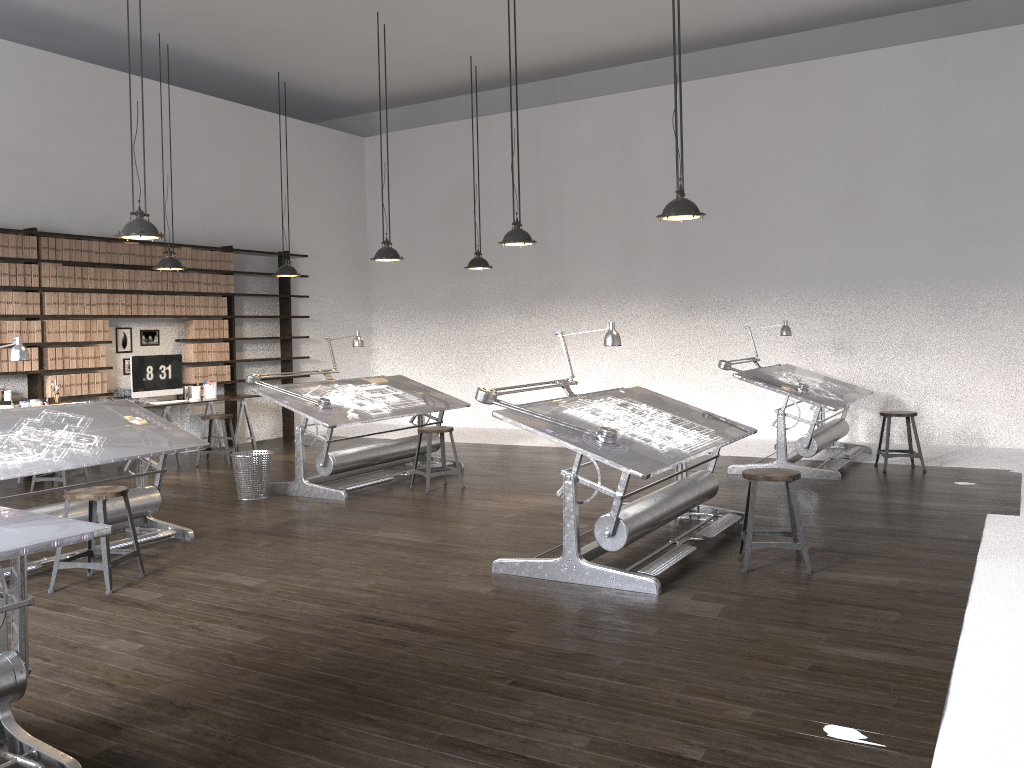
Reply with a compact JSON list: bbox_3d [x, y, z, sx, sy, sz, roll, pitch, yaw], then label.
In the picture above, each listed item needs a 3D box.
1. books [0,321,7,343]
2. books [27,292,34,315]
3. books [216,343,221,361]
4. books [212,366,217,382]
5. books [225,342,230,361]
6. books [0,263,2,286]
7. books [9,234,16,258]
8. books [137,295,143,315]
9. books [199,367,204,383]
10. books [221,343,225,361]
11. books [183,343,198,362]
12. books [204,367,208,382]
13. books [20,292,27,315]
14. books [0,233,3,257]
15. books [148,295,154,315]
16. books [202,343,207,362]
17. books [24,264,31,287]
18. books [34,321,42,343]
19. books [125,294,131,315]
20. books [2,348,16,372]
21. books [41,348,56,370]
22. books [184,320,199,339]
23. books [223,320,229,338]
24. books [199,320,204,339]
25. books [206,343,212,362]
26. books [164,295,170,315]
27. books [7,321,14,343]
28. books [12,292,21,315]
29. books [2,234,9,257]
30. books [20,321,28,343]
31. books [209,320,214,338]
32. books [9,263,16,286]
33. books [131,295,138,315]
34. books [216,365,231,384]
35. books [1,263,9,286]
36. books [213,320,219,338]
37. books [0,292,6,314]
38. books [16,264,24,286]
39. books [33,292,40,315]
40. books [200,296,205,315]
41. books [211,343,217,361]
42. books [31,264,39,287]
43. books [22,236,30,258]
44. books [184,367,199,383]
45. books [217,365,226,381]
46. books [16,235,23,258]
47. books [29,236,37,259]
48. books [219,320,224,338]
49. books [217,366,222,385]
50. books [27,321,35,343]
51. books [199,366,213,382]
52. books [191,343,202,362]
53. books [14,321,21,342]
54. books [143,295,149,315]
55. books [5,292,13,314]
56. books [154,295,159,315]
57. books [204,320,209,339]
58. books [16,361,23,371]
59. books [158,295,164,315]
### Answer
[{"bbox_3d":[-4.901,-0.489,8.458,0.174,0.225,0.067,-1,1,30],"label":"books"},{"bbox_3d":[-4.775,-0.782,8.681,0.174,0.225,0.067,-1,1,30],"label":"books"},{"bbox_3d":[-3.593,-0.383,10.676,0.174,0.226,0.067,-1,1,30],"label":"books"},{"bbox_3d":[-3.622,-0.102,10.619,0.174,0.226,0.067,-1,1,30],"label":"books"},{"bbox_3d":[-3.530,-0.392,10.794,0.174,0.225,0.067,-1,1,30],"label":"books"},{"bbox_3d":[-4.937,-1.038,8.419,0.174,0.225,0.067,-1,1,30],"label":"books"},{"bbox_3d":[-4.864,-1.324,8.541,0.174,0.226,0.067,-1,1,30],"label":"books"},{"bbox_3d":[-4.150,-0.867,9.756,0.174,0.225,0.067,-1,1,30],"label":"books"},{"bbox_3d":[-3.720,-0.089,10.449,0.174,0.226,0.067,-1,1,30],"label":"books"},{"bbox_3d":[-3.565,-0.387,10.733,0.174,0.225,0.067,-1,1,30],"label":"books"},{"bbox_3d":[-3.770,-0.361,10.376,0.174,0.226,0.067,-1,1,30],"label":"books"},{"bbox_3d":[-3.691,-0.094,10.509,0.174,0.225,0.067,-1,1,30],"label":"books"},{"bbox_3d":[-4.803,-0.778,8.625,0.174,0.226,0.067,-1,1,30],"label":"books"},{"bbox_3d":[-4.932,-1.316,8.430,0.174,0.225,0.067,-1,1,30],"label":"books"},{"bbox_3d":[-4.078,-0.876,9.873,0.174,0.225,0.067,-1,1,30],"label":"books"},{"bbox_3d":[-3.704,-0.370,10.499,0.174,0.225,0.067,-1,1,30],"label":"books"},{"bbox_3d":[-4.790,-1.056,8.670,0.174,0.225,0.067,-1,1,30],"label":"books"},{"bbox_3d":[-4.728,-0.510,8.744,0.174,0.226,0.067,-1,1,30],"label":"books"},{"bbox_3d":[-4.225,-0.858,9.627,0.174,0.225,0.067,-1,1,30],"label":"books"},{"bbox_3d":[-4.856,-0.230,8.519,0.174,0.226,0.067,-1,1,30],"label":"books"},{"bbox_3d":[-4.656,-0.250,8.871,0.174,0.225,0.067,-1,1,30],"label":"books"},{"bbox_3d":[-3.762,-0.638,10.409,0.174,0.225,0.067,-1,1,30],"label":"books"},{"bbox_3d":[-3.540,-0.666,10.786,0.174,0.225,0.067,-1,1,30],"label":"books"},{"bbox_3d":[-3.726,-0.643,10.470,0.174,0.225,0.067,-1,1,30],"label":"books"},{"bbox_3d":[-3.666,-0.374,10.558,0.174,0.225,0.067,-1,1,30],"label":"books"},{"bbox_3d":[-3.970,-0.890,10.059,0.174,0.225,0.067,-1,1,30],"label":"books"},{"bbox_3d":[-4.868,-0.493,8.511,0.174,0.225,0.067,-1,1,30],"label":"books"},{"bbox_3d":[-4.837,-0.774,8.567,0.174,0.225,0.067,-1,1,30],"label":"books"},{"bbox_3d":[-4.902,-1.320,8.486,0.174,0.225,0.067,-1,1,30],"label":"books"},{"bbox_3d":[-4.801,-0.501,8.630,0.174,0.225,0.067,-1,1,30],"label":"books"},{"bbox_3d":[-3.655,-0.652,10.593,0.174,0.225,0.067,-1,1,30],"label":"books"},{"bbox_3d":[-4.866,-1.047,8.542,0.174,0.225,0.067,-1,1,30],"label":"books"},{"bbox_3d":[-4.183,-0.863,9.689,0.174,0.226,0.067,-1,1,30],"label":"books"},{"bbox_3d":[-3.518,-0.115,10.795,0.174,0.226,0.067,-1,1,30],"label":"books"},{"bbox_3d":[-4.897,-1.042,8.478,0.174,0.225,0.067,-1,1,30],"label":"books"},{"bbox_3d":[-3.613,-0.657,10.654,0.174,0.226,0.067,-1,1,30],"label":"books"},{"bbox_3d":[-4.915,-0.765,8.448,0.174,0.225,0.067,-1,1,30],"label":"books"},{"bbox_3d":[-4.823,-1.052,8.603,0.174,0.226,0.067,-1,1,30],"label":"books"},{"bbox_3d":[-4.741,-0.787,8.743,0.174,0.225,0.067,-1,1,30],"label":"books"},{"bbox_3d":[-3.722,-0.921,10.481,0.174,0.225,0.067,-1,1,30],"label":"books"},{"bbox_3d":[-3.626,-0.379,10.619,0.174,0.225,0.067,-1,1,30],"label":"books"},{"bbox_3d":[-4.750,-1.061,8.735,0.174,0.225,0.067,-1,1,30],"label":"books"},{"bbox_3d":[-4.800,-1.333,8.663,0.174,0.225,0.067,-1,1,30],"label":"books"},{"bbox_3d":[-3.759,-0.085,10.393,0.174,0.225,0.067,-1,1,30],"label":"books"},{"bbox_3d":[-3.557,-0.111,10.742,0.174,0.225,0.067,-1,1,30],"label":"books"},{"bbox_3d":[-4.835,-1.329,8.602,0.174,0.225,0.067,-1,1,30],"label":"books"},{"bbox_3d":[-4.760,-1.338,8.722,0.174,0.225,0.067,-1,1,30],"label":"books"},{"bbox_3d":[-3.580,-0.661,10.721,0.174,0.225,0.067,-1,1,30],"label":"books"},{"bbox_3d":[-3.590,-0.106,10.681,0.174,0.225,0.067,-1,1,30],"label":"books"},{"bbox_3d":[-4.767,-0.506,8.691,0.174,0.225,0.067,-1,1,30],"label":"books"},{"bbox_3d":[-3.658,-0.097,10.562,0.174,0.225,0.067,-1,1,30],"label":"books"},{"bbox_3d":[-3.738,-0.366,10.438,0.174,0.225,0.067,-1,1,30],"label":"books"},{"bbox_3d":[-4.833,-0.497,8.568,0.174,0.226,0.067,-1,1,30],"label":"books"},{"bbox_3d":[-4.111,-0.872,9.809,0.174,0.225,0.067,-1,1,30],"label":"books"},{"bbox_3d":[-4.876,-0.770,8.507,0.174,0.225,0.067,-1,1,30],"label":"books"},{"bbox_3d":[-4.046,-0.881,9.935,0.174,0.225,0.067,-1,1,30],"label":"books"},{"bbox_3d":[-3.687,-0.647,10.529,0.174,0.225,0.067,-1,1,30],"label":"books"},{"bbox_3d":[-4.823,-0.234,8.585,0.174,0.225,0.067,-1,1,30],"label":"books"},{"bbox_3d":[-4.009,-0.885,9.995,0.174,0.225,0.067,-1,1,30],"label":"books"}]
